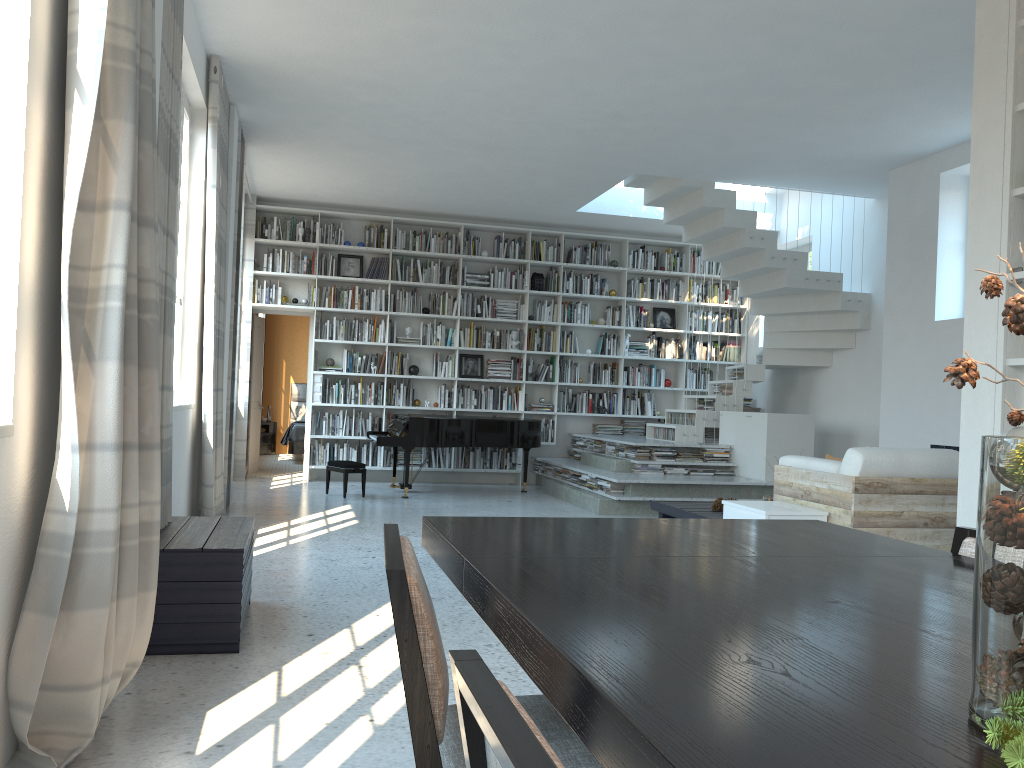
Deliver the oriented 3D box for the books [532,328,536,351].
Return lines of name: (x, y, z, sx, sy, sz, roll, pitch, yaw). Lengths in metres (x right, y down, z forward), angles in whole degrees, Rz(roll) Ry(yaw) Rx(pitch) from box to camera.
books: (0.252, -0.542, 11.012, 0.035, 0.293, 0.145, 2, -1, -14)

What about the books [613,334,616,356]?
books: (1.280, -0.487, 11.237, 0.012, 0.273, 0.183, 2, -1, -14)

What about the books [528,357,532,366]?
books: (0.216, -0.184, 11.000, 0.013, 0.307, 0.141, 2, -1, -14)

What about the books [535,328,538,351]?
books: (0.290, -0.542, 11.009, 0.019, 0.294, 0.163, 2, -1, -14)

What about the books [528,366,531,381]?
books: (0.197, -0.127, 10.980, 0.027, 0.192, 0.182, 2, -1, -14)

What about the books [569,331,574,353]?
books: (0.740, -0.518, 11.126, 0.013, 0.287, 0.159, 2, -1, -14)

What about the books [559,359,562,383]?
books: (0.591, -0.161, 11.089, 0.018, 0.295, 0.177, 2, -1, -14)

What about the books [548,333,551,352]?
books: (0.451, -0.507, 11.059, 0.028, 0.239, 0.145, 2, -1, -14)

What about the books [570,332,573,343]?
books: (0.731, -0.511, 11.124, 0.006, 0.273, 0.167, 2, -1, -14)

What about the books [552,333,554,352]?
books: (0.490, -0.509, 11.079, 0.019, 0.247, 0.149, 2, -1, -14)

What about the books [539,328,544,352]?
books: (0.356, -0.538, 11.011, 0.019, 0.293, 0.182, 2, -1, -14)

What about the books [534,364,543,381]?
books: (0.317, -0.137, 11.007, 0.095, 0.228, 0.190, 2, -1, -14)

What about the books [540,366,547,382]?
books: (0.372, -0.128, 11.049, 0.090, 0.215, 0.139, 2, -1, -14)

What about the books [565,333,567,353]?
books: (0.654, -0.506, 11.109, 0.013, 0.256, 0.144, 2, -1, -14)

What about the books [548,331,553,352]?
books: (0.475, -0.519, 11.060, 0.032, 0.266, 0.143, 2, -1, -14)

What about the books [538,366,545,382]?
books: (0.355, -0.127, 11.037, 0.090, 0.212, 0.143, 2, -1, -14)

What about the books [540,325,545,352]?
books: (0.365, -0.560, 11.032, 0.021, 0.337, 0.169, 2, -1, -14)

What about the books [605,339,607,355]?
books: (1.164, -0.460, 11.220, 0.006, 0.210, 0.188, 2, -1, -14)

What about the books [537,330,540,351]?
books: (0.304, -0.532, 11.036, 0.035, 0.278, 0.139, 2, -1, -14)

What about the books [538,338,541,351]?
books: (0.326, -0.483, 11.044, 0.030, 0.181, 0.131, 2, -1, -14)

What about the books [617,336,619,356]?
books: (1.316, -0.474, 11.250, 0.011, 0.252, 0.169, 2, -1, -14)

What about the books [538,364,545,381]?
books: (0.343, -0.135, 11.039, 0.095, 0.226, 0.144, 2, -1, -14)

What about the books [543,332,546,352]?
books: (0.380, -0.517, 11.039, 0.033, 0.253, 0.174, 2, -1, -14)

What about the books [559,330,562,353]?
books: (0.588, -0.525, 11.079, 0.035, 0.288, 0.191, 2, -1, -14)

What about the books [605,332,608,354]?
books: (1.184, -0.501, 11.241, 0.013, 0.295, 0.154, 2, -1, -14)

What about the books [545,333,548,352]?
books: (0.409, -0.510, 11.021, 0.027, 0.242, 0.188, 2, -1, -14)

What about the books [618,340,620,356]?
books: (1.328, -0.453, 11.269, 0.023, 0.212, 0.164, 2, -1, -14)

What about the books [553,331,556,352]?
books: (0.510, -0.518, 11.081, 0.033, 0.268, 0.141, 2, -1, -14)

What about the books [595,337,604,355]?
books: (1.105, -0.477, 11.219, 0.056, 0.241, 0.153, 2, -1, -14)

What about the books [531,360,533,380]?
books: (0.225, -0.163, 11.012, 0.012, 0.266, 0.157, 2, -1, -14)

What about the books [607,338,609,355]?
books: (1.192, -0.468, 11.244, 0.007, 0.230, 0.146, 2, -1, -14)

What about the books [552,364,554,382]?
books: (0.483, -0.131, 11.060, 0.021, 0.226, 0.148, 2, -1, -14)

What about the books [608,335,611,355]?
books: (1.208, -0.484, 11.233, 0.018, 0.263, 0.165, 2, -1, -14)

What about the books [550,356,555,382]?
books: (0.503, -0.180, 11.062, 0.014, 0.325, 0.182, 2, -1, -14)

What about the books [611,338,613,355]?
books: (1.238, -0.464, 11.233, 0.012, 0.224, 0.178, 2, -1, -14)

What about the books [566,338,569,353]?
books: (0.675, -0.474, 11.083, 0.017, 0.192, 0.191, 2, -1, -14)

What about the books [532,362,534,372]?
books: (0.247, -0.153, 11.017, 0.035, 0.248, 0.141, 2, -1, -14)

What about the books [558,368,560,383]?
books: (0.561, -0.108, 11.087, 0.015, 0.188, 0.168, 2, -1, -14)

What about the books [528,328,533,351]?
books: (0.217, -0.544, 10.992, 0.035, 0.293, 0.145, 2, -1, -14)

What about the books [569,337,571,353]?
books: (0.703, -0.482, 11.108, 0.007, 0.211, 0.158, 2, -1, -14)

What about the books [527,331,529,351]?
books: (0.181, -0.523, 11.011, 0.013, 0.247, 0.176, 2, -1, -14)

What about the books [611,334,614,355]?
books: (1.254, -0.488, 11.253, 0.032, 0.274, 0.154, 2, -1, -14)

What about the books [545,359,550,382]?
books: (0.438, -0.163, 11.058, 0.013, 0.286, 0.138, 2, -1, -14)

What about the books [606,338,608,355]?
books: (1.173, -0.464, 11.223, 0.013, 0.219, 0.187, 2, -1, -14)

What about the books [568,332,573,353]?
books: (0.727, -0.510, 11.117, 0.006, 0.270, 0.178, 2, -1, -14)

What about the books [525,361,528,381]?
books: (0.167, -0.159, 10.993, 0.028, 0.253, 0.142, 2, -1, -14)

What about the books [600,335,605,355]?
books: (1.143, -0.488, 11.222, 0.021, 0.264, 0.174, 2, -1, -14)

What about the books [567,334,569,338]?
books: (0.682, -0.498, 11.111, 0.008, 0.242, 0.169, 2, -1, -14)

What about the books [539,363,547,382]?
books: (0.371, -0.141, 11.039, 0.094, 0.238, 0.149, 2, -1, -14)

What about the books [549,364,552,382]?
books: (0.462, -0.131, 11.043, 0.029, 0.223, 0.171, 2, -1, -14)

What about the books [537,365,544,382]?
books: (0.333, -0.128, 11.016, 0.089, 0.210, 0.175, 2, -1, -14)

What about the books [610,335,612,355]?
books: (1.224, -0.482, 11.238, 0.015, 0.259, 0.152, 2, -1, -14)

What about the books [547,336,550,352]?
books: (0.430, -0.490, 11.034, 0.034, 0.204, 0.181, 2, -1, -14)

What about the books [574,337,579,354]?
books: (0.794, -0.476, 11.119, 0.051, 0.210, 0.176, 2, -1, -14)

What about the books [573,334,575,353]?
books: (0.759, -0.500, 11.139, 0.007, 0.254, 0.161, 2, -1, -14)

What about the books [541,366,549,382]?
books: (0.387, -0.122, 11.042, 0.091, 0.205, 0.169, 2, -1, -14)

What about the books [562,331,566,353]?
books: (0.634, -0.519, 11.075, 0.013, 0.279, 0.191, 2, -1, -14)

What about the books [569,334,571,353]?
books: (0.713, -0.497, 11.123, 0.017, 0.243, 0.132, 2, -1, -14)
